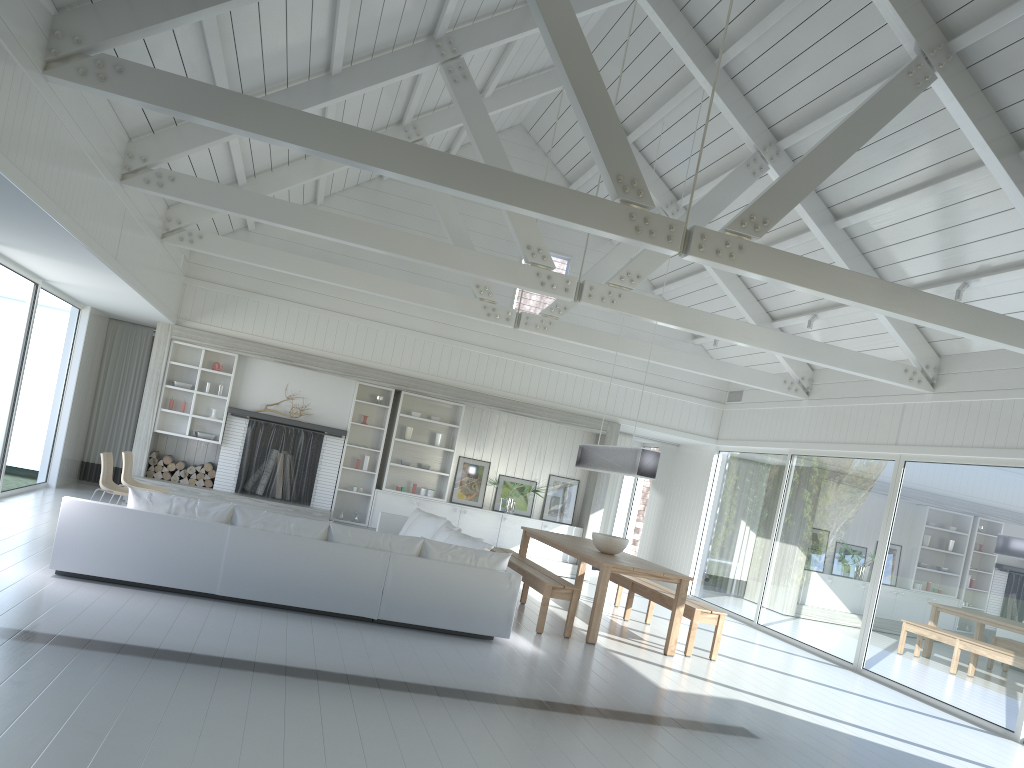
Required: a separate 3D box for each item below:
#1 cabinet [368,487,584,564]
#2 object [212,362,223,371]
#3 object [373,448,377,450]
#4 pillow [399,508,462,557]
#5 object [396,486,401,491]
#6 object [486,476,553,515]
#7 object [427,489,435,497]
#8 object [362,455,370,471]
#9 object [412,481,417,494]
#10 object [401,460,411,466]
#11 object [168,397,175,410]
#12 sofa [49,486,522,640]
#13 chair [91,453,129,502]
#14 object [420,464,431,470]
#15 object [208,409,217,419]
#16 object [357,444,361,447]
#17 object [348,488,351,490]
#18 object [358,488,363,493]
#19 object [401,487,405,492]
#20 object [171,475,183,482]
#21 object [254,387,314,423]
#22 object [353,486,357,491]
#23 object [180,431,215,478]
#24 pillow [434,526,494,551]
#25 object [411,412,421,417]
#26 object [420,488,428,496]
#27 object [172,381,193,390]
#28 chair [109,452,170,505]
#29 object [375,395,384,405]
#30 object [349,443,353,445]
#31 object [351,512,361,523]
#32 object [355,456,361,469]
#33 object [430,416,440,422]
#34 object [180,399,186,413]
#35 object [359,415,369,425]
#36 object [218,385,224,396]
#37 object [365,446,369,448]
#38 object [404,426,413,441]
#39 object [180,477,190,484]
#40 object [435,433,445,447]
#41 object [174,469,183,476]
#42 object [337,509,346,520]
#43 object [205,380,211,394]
[{"bbox_3d":[-0.550,2.123,13.203,3.198,0.551,0.651,13,-3,-14],"label":"cabinet"},{"bbox_3d":[-4.007,-0.235,11.976,0.229,0.127,0.060,9,-2,31],"label":"object"},{"bbox_3d":[-1.984,0.936,12.755,0.054,0.025,0.054,13,-5,-14],"label":"object"},{"bbox_3d":[-0.922,1.730,9.986,0.466,0.477,2.046,12,-5,-21],"label":"pillow"},{"bbox_3d":[-1.642,1.507,12.764,0.055,0.071,0.054,13,-2,-35],"label":"object"},{"bbox_3d":[0.086,1.630,13.021,0.977,0.630,0.619,13,-3,-16],"label":"object"},{"bbox_3d":[-1.182,1.591,12.869,0.084,0.111,0.086,11,-2,21],"label":"object"},{"bbox_3d":[-2.094,1.134,12.644,0.073,0.211,0.071,11,0,-14],"label":"object"},{"bbox_3d":[-1.419,1.496,12.835,0.054,0.196,0.054,11,0,-15],"label":"object"},{"bbox_3d":[-1.539,1.147,12.778,0.142,0.066,0.141,13,-5,-14],"label":"object"},{"bbox_3d":[-4.584,0.254,11.873,0.054,0.196,0.054,11,0,-13],"label":"object"},{"bbox_3d":[-2.100,1.486,8.735,3.495,0.738,4.122,13,-5,-14],"label":"sofa"},{"bbox_3d":[-3.835,1.097,8.620,0.558,0.781,0.593,12,-2,-14],"label":"chair"},{"bbox_3d":[-1.280,1.220,12.992,0.142,0.066,0.141,13,-5,-14],"label":"object"},{"bbox_3d":[-4.062,0.407,12.009,0.138,0.130,0.136,13,-3,-26],"label":"object"},{"bbox_3d":[-2.183,0.880,12.591,0.054,0.025,0.054,13,-5,-14],"label":"object"},{"bbox_3d":[-2.325,1.507,12.614,0.054,0.025,0.054,13,-5,-14],"label":"object"},{"bbox_3d":[-2.177,1.522,12.650,0.058,0.061,0.057,12,-2,-14],"label":"object"},{"bbox_3d":[-1.584,1.528,12.807,0.059,0.061,0.057,13,-3,-36],"label":"object"},{"bbox_3d":[-4.609,1.276,12.138,0.106,0.115,0.515,12,-5,-14],"label":"object"},{"bbox_3d":[-3.040,0.244,12.111,0.792,0.502,0.452,15,-4,-44],"label":"object"},{"bbox_3d":[-2.247,1.501,12.633,0.054,0.071,0.054,12,-2,-15],"label":"object"},{"bbox_3d":[-4.369,0.974,12.135,0.344,0.644,0.607,12,-2,-29],"label":"object"},{"bbox_3d":[-0.557,1.643,8.365,0.469,0.477,1.310,12,-5,-22],"label":"pillow"},{"bbox_3d":[-1.398,0.446,12.770,0.142,0.066,0.141,13,-5,-14],"label":"object"},{"bbox_3d":[-1.290,1.581,12.911,0.091,0.096,0.091,11,-2,20],"label":"object"},{"bbox_3d":[-4.459,0.020,11.906,0.244,0.072,0.240,14,-6,-29],"label":"object"},{"bbox_3d":[-3.970,1.145,9.391,0.558,0.781,0.593,12,-2,-14],"label":"chair"},{"bbox_3d":[-1.900,0.236,12.609,0.160,0.124,0.163,10,-3,19],"label":"object"},{"bbox_3d":[-2.282,0.852,12.509,0.054,0.025,0.054,13,-5,-14],"label":"object"},{"bbox_3d":[-2.227,1.912,12.658,0.135,0.130,0.138,10,-3,29],"label":"object"},{"bbox_3d":[-2.198,1.118,12.620,0.054,0.196,0.054,11,0,-15],"label":"object"},{"bbox_3d":[-1.138,0.520,12.984,0.142,0.066,0.141,13,-5,-14],"label":"object"},{"bbox_3d":[-4.440,0.287,11.911,0.054,0.196,0.054,11,0,-13],"label":"object"},{"bbox_3d":[-2.101,0.518,12.604,0.135,0.130,0.138,10,-3,29],"label":"object"},{"bbox_3d":[-3.967,0.067,12.015,0.054,0.196,0.054,11,0,-13],"label":"object"},{"bbox_3d":[-2.083,0.908,12.673,0.054,0.025,0.054,13,-5,-14],"label":"object"},{"bbox_3d":[-1.503,0.721,12.761,0.103,0.197,0.102,12,-1,-14],"label":"object"},{"bbox_3d":[-4.496,1.336,12.178,0.135,0.147,0.546,12,-5,-13],"label":"object"},{"bbox_3d":[-1.057,0.822,12.877,0.101,0.197,0.104,11,-1,31],"label":"object"},{"bbox_3d":[-4.578,1.208,12.120,0.080,0.080,0.476,12,-5,-15],"label":"object"},{"bbox_3d":[-2.435,1.864,12.604,0.135,0.130,0.138,10,-3,29],"label":"object"},{"bbox_3d":[-4.124,0.031,11.973,0.054,0.196,0.054,11,0,-13],"label":"object"}]
